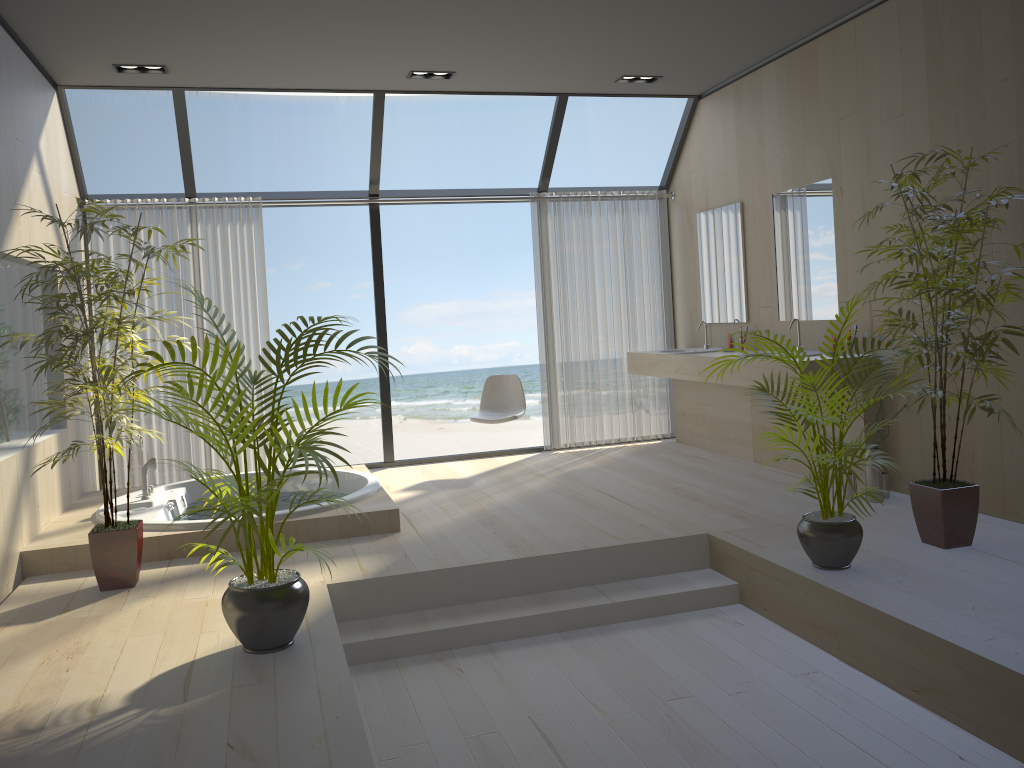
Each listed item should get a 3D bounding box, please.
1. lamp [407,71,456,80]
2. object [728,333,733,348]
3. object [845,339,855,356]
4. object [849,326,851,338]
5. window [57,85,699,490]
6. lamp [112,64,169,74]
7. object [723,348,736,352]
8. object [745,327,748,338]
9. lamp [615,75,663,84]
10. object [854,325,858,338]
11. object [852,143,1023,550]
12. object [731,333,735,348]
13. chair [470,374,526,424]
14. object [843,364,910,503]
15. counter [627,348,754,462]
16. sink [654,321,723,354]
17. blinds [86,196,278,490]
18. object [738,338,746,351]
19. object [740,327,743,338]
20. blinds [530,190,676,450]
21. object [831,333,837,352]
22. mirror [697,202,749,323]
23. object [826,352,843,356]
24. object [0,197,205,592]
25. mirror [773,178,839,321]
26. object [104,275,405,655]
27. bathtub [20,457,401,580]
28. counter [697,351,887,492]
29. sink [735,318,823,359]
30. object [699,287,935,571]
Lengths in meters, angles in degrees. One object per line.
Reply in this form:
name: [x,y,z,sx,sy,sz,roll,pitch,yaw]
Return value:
lamp: [-0.543,-2.109,5.897,0.301,0.112,0.164,-4,3,-16]
object: [1.578,-0.299,6.401,0.039,0.135,0.039,-3,1,33]
object: [1.979,-0.213,5.168,0.058,0.100,0.058,-3,2,-5]
object: [1.965,-0.253,5.140,0.012,0.178,0.050,-3,1,24]
window: [-0.756,-0.756,6.645,4.565,2.811,0.745,-4,1,-16]
lamp: [-2.269,-1.974,5.406,0.301,0.112,0.164,-4,3,-16]
object: [1.557,-0.243,6.324,0.104,0.029,0.033,-1,3,24]
object: [1.662,-0.322,6.325,0.054,0.175,0.012,-3,1,9]
lamp: [0.899,-2.221,6.307,0.301,0.112,0.164,-4,3,-16]
object: [1.992,-0.255,5.165,0.054,0.175,0.012,-3,1,9]
object: [1.933,-0.166,3.900,0.786,1.755,0.937,-3,2,9]
object: [1.616,-0.309,6.508,0.039,0.135,0.039,-3,1,33]
chair: [-0.102,0.116,6.665,0.369,0.347,0.455,-3,3,13]
object: [2.032,0.263,4.898,0.407,0.748,0.274,-4,1,-28]
counter: [1.389,0.147,6.736,0.551,0.789,1.206,-4,3,-16]
sink: [1.329,-0.261,6.685,0.504,0.419,0.574,-4,3,-12]
blinds: [-2.360,-0.303,6.388,1.184,2.068,0.084,-4,1,-16]
object: [1.649,-0.281,6.328,0.058,0.100,0.058,-4,2,-9]
object: [1.635,-0.320,6.300,0.012,0.178,0.050,-3,1,24]
blinds: [0.765,-0.546,7.277,1.184,2.068,0.084,-4,1,-16]
object: [1.908,-0.232,5.240,0.039,0.135,0.039,-3,1,26]
mirror: [1.588,-0.898,6.707,0.023,0.867,0.654,-3,2,-16]
object: [1.887,-0.176,5.164,0.104,0.029,0.033,-1,3,24]
object: [-1.886,0.045,3.984,0.786,1.755,0.937,-3,2,9]
mirror: [1.898,-0.843,5.718,0.023,0.867,0.654,-3,2,-16]
object: [-0.856,0.247,3.154,1.067,1.344,0.873,-4,2,-27]
bathtub: [-1.697,0.757,5.265,1.823,0.697,1.649,-4,4,-16]
counter: [1.719,0.214,5.576,0.551,0.789,1.206,-4,3,-16]
sink: [1.659,-0.194,5.525,0.504,0.419,0.574,-4,3,-12]
object: [1.243,0.178,3.660,0.915,1.156,0.753,-3,2,18]
